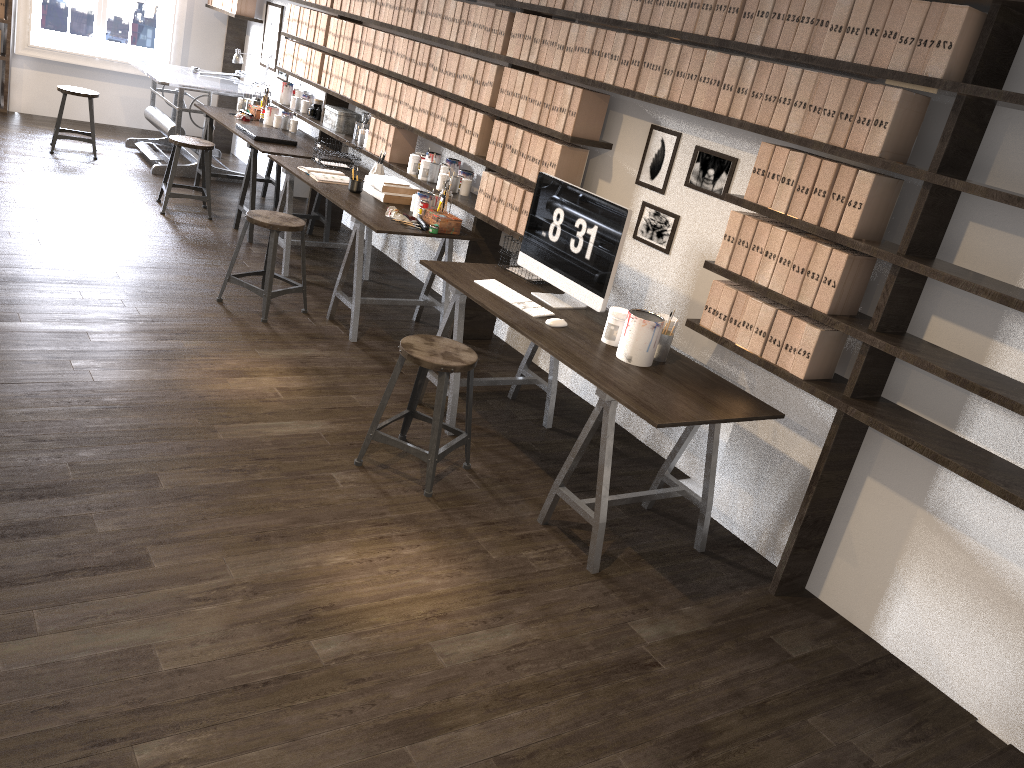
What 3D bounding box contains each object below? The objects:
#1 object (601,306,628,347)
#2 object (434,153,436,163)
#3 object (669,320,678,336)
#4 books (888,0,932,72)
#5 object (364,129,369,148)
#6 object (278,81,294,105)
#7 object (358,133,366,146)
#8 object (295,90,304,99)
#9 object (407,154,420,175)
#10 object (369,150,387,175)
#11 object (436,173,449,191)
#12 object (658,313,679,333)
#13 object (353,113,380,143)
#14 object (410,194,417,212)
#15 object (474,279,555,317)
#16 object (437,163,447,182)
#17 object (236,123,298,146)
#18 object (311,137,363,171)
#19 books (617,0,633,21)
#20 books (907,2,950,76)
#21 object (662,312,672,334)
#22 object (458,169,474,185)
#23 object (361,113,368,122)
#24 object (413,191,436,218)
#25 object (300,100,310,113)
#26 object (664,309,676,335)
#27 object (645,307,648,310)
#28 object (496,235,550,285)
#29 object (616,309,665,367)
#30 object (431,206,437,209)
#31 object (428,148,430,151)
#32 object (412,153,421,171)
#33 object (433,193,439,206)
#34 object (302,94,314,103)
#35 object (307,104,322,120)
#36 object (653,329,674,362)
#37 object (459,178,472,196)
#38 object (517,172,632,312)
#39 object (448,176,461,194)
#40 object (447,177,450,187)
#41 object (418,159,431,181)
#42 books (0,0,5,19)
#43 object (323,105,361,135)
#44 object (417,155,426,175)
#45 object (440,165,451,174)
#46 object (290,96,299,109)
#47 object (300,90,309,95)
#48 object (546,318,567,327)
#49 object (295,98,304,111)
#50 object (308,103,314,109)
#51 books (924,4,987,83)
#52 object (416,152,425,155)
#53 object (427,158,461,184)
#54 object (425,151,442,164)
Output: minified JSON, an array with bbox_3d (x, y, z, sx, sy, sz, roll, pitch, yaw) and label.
[{"bbox_3d":[0.422,-0.230,3.568,0.094,0.142,0.096,10,19,-12],"label":"object"},{"bbox_3d":[-0.475,-1.323,5.403,0.029,0.166,0.004,9,19,-15],"label":"object"},{"bbox_3d":[0.621,-0.179,3.513,0.007,0.155,0.054,26,22,33],"label":"object"},{"bbox_3d":[1.334,-1.110,2.876,0.174,0.222,0.068,-1,24,-36],"label":"books"},{"bbox_3d":[-0.959,-1.671,6.057,0.094,0.126,0.096,3,22,-30],"label":"object"},{"bbox_3d":[-1.848,-2.378,7.237,0.107,0.174,0.108,0,23,-34],"label":"object"},{"bbox_3d":[-0.969,-1.687,6.139,0.181,0.092,0.063,5,21,-23],"label":"object"},{"bbox_3d":[-1.736,-2.320,7.208,0.070,0.128,0.071,14,19,0],"label":"object"},{"bbox_3d":[-0.609,-1.357,5.474,0.062,0.117,0.062,18,19,11],"label":"object"},{"bbox_3d":[-0.849,-1.385,5.641,0.101,0.206,0.103,16,19,6],"label":"object"},{"bbox_3d":[-0.405,-1.181,5.180,0.062,0.094,0.063,12,19,-6],"label":"object"},{"bbox_3d":[0.619,-0.207,3.635,0.094,0.142,0.096,7,20,-20],"label":"object"},{"bbox_3d":[-1.035,-1.840,6.232,0.183,0.268,0.157,27,23,34],"label":"object"},{"bbox_3d":[-0.547,-1.034,5.075,0.062,0.093,0.062,18,19,11],"label":"object"},{"bbox_3d":[0.005,-0.377,3.857,0.119,0.017,0.445,-4,27,-39],"label":"object"},{"bbox_3d":[-0.426,-1.273,5.374,0.045,0.126,0.045,7,20,-19],"label":"object"},{"bbox_3d":[-1.757,-1.782,6.330,0.312,0.033,0.452,-2,26,-35],"label":"object"},{"bbox_3d":[-1.155,-1.517,5.854,0.284,0.158,0.207,-1,25,-36],"label":"object"},{"bbox_3d":[0.579,-1.707,3.934,0.174,0.222,0.068,-1,24,-36],"label":"books"},{"bbox_3d":[1.374,-1.082,2.829,0.174,0.222,0.068,-1,24,-36],"label":"books"},{"bbox_3d":[0.600,-0.203,3.525,0.007,0.177,0.055,26,22,31],"label":"object"},{"bbox_3d":[-0.286,-1.209,5.291,0.095,0.128,0.095,29,24,36],"label":"object"},{"bbox_3d":[-1.059,-1.858,6.399,0.079,0.185,0.079,25,21,29],"label":"object"},{"bbox_3d":[-0.494,-1.004,4.979,0.104,0.139,0.106,3,22,-29],"label":"object"},{"bbox_3d":[-1.640,-2.196,7.013,0.062,0.093,0.062,28,23,35],"label":"object"},{"bbox_3d":[0.613,-0.201,3.531,0.007,0.201,0.045,25,21,30],"label":"object"},{"bbox_3d":[0.500,-0.269,3.727,0.097,0.140,0.092,25,22,29],"label":"object"},{"bbox_3d":[0.092,-0.597,4.274,0.204,0.158,0.288,-5,28,-43],"label":"object"},{"bbox_3d":[0.494,-0.175,3.418,0.145,0.193,0.146,22,21,23],"label":"object"},{"bbox_3d":[-0.430,-0.942,4.932,0.059,0.087,0.061,2,23,-32],"label":"object"},{"bbox_3d":[-0.529,-1.398,5.562,0.009,0.166,0.041,2,22,-33],"label":"object"},{"bbox_3d":[-0.604,-1.381,5.541,0.063,0.116,0.063,15,19,2],"label":"object"},{"bbox_3d":[-0.434,-1.021,5.079,0.094,0.126,0.096,-3,25,-39],"label":"object"},{"bbox_3d":[-1.655,-2.271,7.162,0.094,0.126,0.096,11,19,-7],"label":"object"},{"bbox_3d":[-1.531,-2.111,6.840,0.091,0.107,0.173,-1,25,-36],"label":"object"},{"bbox_3d":[0.586,-0.151,3.514,0.083,0.121,0.084,24,21,25],"label":"object"},{"bbox_3d":[-0.272,-1.153,5.191,0.062,0.094,0.063,12,19,-6],"label":"object"},{"bbox_3d":[0.276,-0.604,3.916,0.204,0.510,0.653,0,24,-36],"label":"object"},{"bbox_3d":[-0.340,-1.165,5.181,0.062,0.093,0.064,12,19,-6],"label":"object"},{"bbox_3d":[-0.368,-1.192,5.259,0.054,0.080,0.054,-6,27,-45],"label":"object"},{"bbox_3d":[-0.529,-1.295,5.367,0.062,0.117,0.062,21,20,19],"label":"object"},{"bbox_3d":[-4.659,-3.452,8.059,0.067,0.222,0.177,0,24,-36],"label":"books"},{"bbox_3d":[-1.259,-1.945,6.527,0.193,0.150,0.322,-1,25,-36],"label":"object"},{"bbox_3d":[-0.559,-1.359,5.510,0.044,0.126,0.045,0,23,-36],"label":"object"},{"bbox_3d":[-0.409,-1.247,5.319,0.062,0.117,0.062,21,20,19],"label":"object"},{"bbox_3d":[-1.741,-2.251,7.090,0.062,0.093,0.062,28,23,35],"label":"object"},{"bbox_3d":[-1.715,-2.344,7.283,0.072,0.127,0.072,17,19,8],"label":"object"},{"bbox_3d":[0.186,-0.252,3.630,0.106,0.028,0.060,-4,26,-39],"label":"object"},{"bbox_3d":[-1.692,-2.222,7.047,0.063,0.092,0.063,28,24,35],"label":"object"},{"bbox_3d":[-1.623,-2.214,7.098,0.053,0.079,0.055,10,19,-10],"label":"object"},{"bbox_3d":[1.407,-1.055,2.781,0.174,0.222,0.068,-1,24,-36],"label":"books"},{"bbox_3d":[-0.590,-1.402,5.604,0.062,0.117,0.063,15,19,2],"label":"object"},{"bbox_3d":[-0.418,-1.293,5.387,0.205,0.159,0.095,0,24,-34],"label":"object"},{"bbox_3d":[-0.496,-1.347,5.477,0.094,0.159,0.096,-2,25,-39],"label":"object"}]
